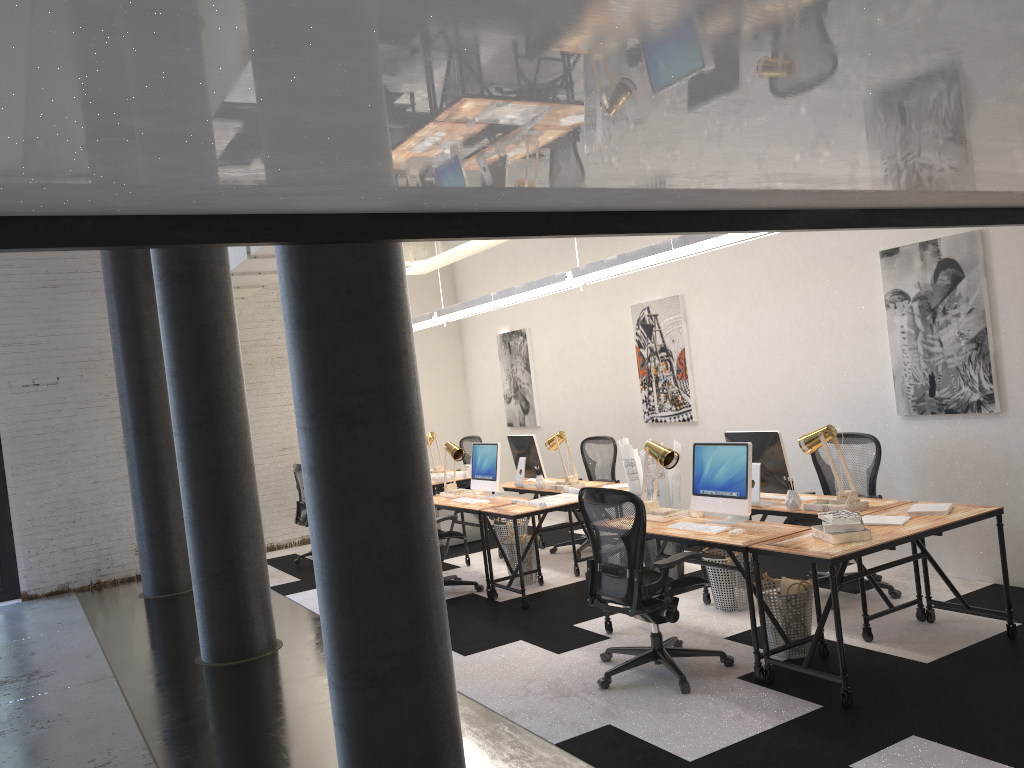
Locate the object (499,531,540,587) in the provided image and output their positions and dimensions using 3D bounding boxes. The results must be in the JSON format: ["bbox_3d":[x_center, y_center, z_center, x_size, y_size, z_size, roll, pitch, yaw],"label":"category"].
[{"bbox_3d":[0.078,1.477,7.526,0.353,0.435,0.359,-7,1,-33],"label":"object"}]

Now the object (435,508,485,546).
[{"bbox_3d":[-0.593,1.522,9.812,0.543,0.455,0.221,-7,1,-30],"label":"object"}]

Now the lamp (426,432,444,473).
[{"bbox_3d":[-0.914,0.782,10.186,0.126,0.470,0.344,-7,1,-30],"label":"lamp"}]

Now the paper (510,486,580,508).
[{"bbox_3d":[0.349,0.911,7.151,0.625,0.061,0.568,-7,0,-32],"label":"paper"}]

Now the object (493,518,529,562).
[{"bbox_3d":[0.008,1.483,8.544,0.353,0.435,0.359,-7,1,-33],"label":"object"}]

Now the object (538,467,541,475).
[{"bbox_3d":[0.257,0.838,7.934,0.008,0.207,0.054,-6,1,25],"label":"object"}]

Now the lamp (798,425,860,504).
[{"bbox_3d":[1.914,0.480,5.381,0.127,0.470,0.345,-7,1,-30],"label":"lamp"}]

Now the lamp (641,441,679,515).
[{"bbox_3d":[0.938,0.596,5.680,0.126,0.470,0.344,-7,1,-30],"label":"lamp"}]

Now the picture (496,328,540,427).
[{"bbox_3d":[0.072,-0.062,10.963,0.049,1.183,0.731,-7,1,-30],"label":"picture"}]

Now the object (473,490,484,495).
[{"bbox_3d":[-0.302,0.946,8.103,0.101,0.127,0.101,-7,1,15],"label":"object"}]

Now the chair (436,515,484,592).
[{"bbox_3d":[-0.730,1.248,7.497,0.771,1.086,0.791,-6,1,44],"label":"chair"}]

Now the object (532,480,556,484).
[{"bbox_3d":[0.349,0.922,8.359,0.118,0.018,0.439,-7,0,-30],"label":"object"}]

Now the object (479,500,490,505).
[{"bbox_3d":[-0.228,0.987,7.404,0.106,0.029,0.059,-7,0,-29],"label":"object"}]

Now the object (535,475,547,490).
[{"bbox_3d":[0.254,0.881,7.947,0.101,0.127,0.101,-7,1,15],"label":"object"}]

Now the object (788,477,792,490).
[{"bbox_3d":[1.720,0.671,5.441,0.054,0.207,0.008,-8,1,-43],"label":"object"}]

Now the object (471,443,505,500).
[{"bbox_3d":[-0.208,0.755,7.777,0.189,0.485,0.484,-7,1,-30],"label":"object"}]

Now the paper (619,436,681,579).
[{"bbox_3d":[1.117,0.970,6.921,0.441,1.198,0.412,-6,1,38],"label":"paper"}]

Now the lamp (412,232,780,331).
[{"bbox_3d":[-0.241,-2.076,7.972,0.226,2.865,7.306,-7,1,-30],"label":"lamp"}]

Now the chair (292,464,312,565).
[{"bbox_3d":[-2.083,1.381,9.812,0.771,1.086,0.791,-6,1,44],"label":"chair"}]

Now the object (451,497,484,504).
[{"bbox_3d":[-0.384,1.011,7.692,0.118,0.018,0.439,-7,0,-30],"label":"object"}]

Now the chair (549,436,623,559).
[{"bbox_3d":[0.740,1.070,8.561,0.771,1.086,0.791,-6,1,44],"label":"chair"}]

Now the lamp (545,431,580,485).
[{"bbox_3d":[0.439,0.649,7.871,0.127,0.470,0.345,-7,1,-30],"label":"lamp"}]

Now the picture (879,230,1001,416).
[{"bbox_3d":[2.891,-0.384,6.033,0.049,1.183,0.731,-7,1,-30],"label":"picture"}]

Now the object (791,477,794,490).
[{"bbox_3d":[1.732,0.669,5.443,0.008,0.207,0.054,-6,1,25],"label":"object"}]

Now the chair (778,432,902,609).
[{"bbox_3d":[2.215,0.902,6.070,0.771,1.086,0.791,-6,1,44],"label":"chair"}]

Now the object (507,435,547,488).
[{"bbox_3d":[0.117,0.715,8.267,0.189,0.485,0.484,-7,1,-30],"label":"object"}]

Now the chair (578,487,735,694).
[{"bbox_3d":[0.745,1.079,5.007,0.771,1.086,0.791,-6,1,44],"label":"chair"}]

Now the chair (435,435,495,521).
[{"bbox_3d":[-0.613,1.203,10.875,0.771,1.086,0.791,-6,1,44],"label":"chair"}]

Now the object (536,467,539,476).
[{"bbox_3d":[0.245,0.840,7.932,0.054,0.207,0.008,-8,1,-43],"label":"object"}]

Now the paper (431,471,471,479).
[{"bbox_3d":[-0.955,1.019,9.639,1.135,0.082,0.083,-7,1,25],"label":"paper"}]

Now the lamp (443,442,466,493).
[{"bbox_3d":[-0.536,0.764,8.171,0.127,0.470,0.345,-7,1,-30],"label":"lamp"}]

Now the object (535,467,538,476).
[{"bbox_3d":[0.236,0.840,7.954,0.054,0.207,0.008,-6,1,43],"label":"object"}]

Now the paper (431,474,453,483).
[{"bbox_3d":[-1.099,1.036,9.557,1.135,0.082,0.083,-7,1,35],"label":"paper"}]

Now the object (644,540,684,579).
[{"bbox_3d":[1.187,1.377,6.917,0.353,0.398,0.353,-7,1,15],"label":"object"}]

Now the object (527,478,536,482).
[{"bbox_3d":[0.191,0.933,8.647,0.106,0.029,0.059,-7,0,-29],"label":"object"}]

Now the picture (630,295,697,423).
[{"bbox_3d":[1.453,-0.219,8.548,0.049,1.183,0.731,-7,1,-30],"label":"picture"}]
